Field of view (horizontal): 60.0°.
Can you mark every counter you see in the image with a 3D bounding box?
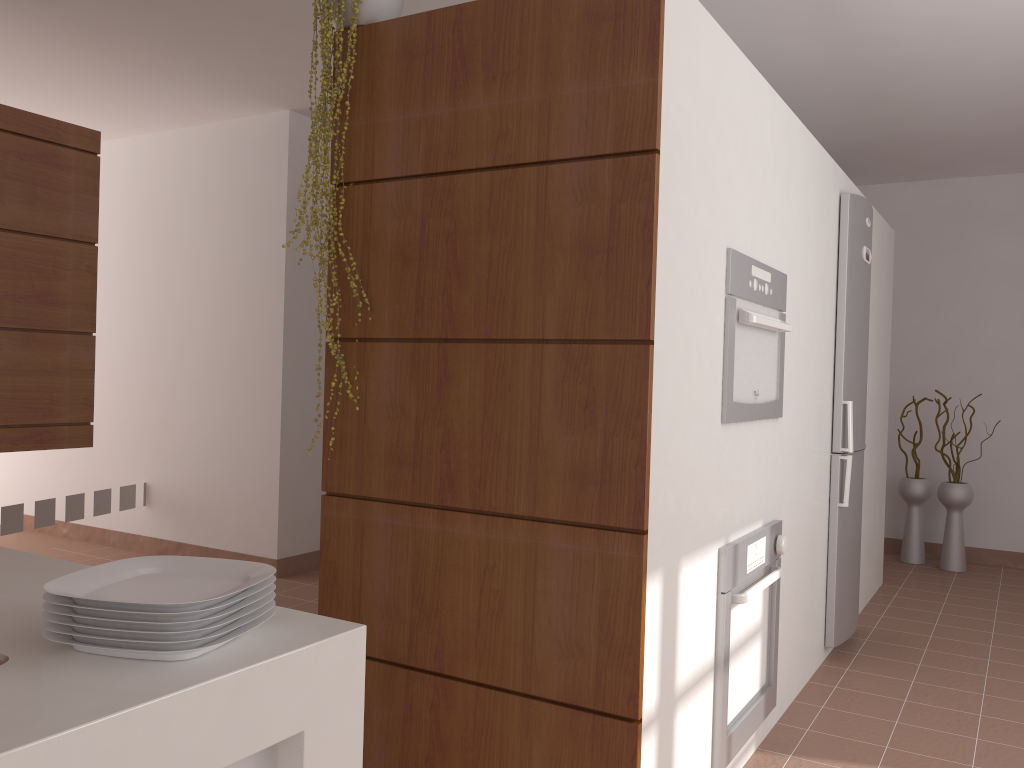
[{"bbox_3d":[-1.094,0.687,0.410,0.821,0.800,2.156,2,1,30],"label":"counter"}]

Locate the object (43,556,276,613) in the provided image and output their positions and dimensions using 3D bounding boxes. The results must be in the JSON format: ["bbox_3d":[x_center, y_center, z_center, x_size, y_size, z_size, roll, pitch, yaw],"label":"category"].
[{"bbox_3d":[-0.411,0.239,1.052,0.228,0.020,0.228,2,1,12],"label":"object"}]

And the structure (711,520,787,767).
[{"bbox_3d":[0.700,0.726,2.562,0.058,0.592,0.596,2,1,30],"label":"structure"}]

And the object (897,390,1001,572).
[{"bbox_3d":[2.711,0.593,5.492,0.284,1.112,0.655,1,1,-41],"label":"object"}]

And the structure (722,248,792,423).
[{"bbox_3d":[0.728,-0.122,2.548,0.056,0.454,0.614,2,1,30],"label":"structure"}]

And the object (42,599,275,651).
[{"bbox_3d":[-0.412,0.280,1.053,0.228,0.020,0.228,2,1,12],"label":"object"}]

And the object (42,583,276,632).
[{"bbox_3d":[-0.411,0.259,1.053,0.228,0.020,0.228,2,1,12],"label":"object"}]

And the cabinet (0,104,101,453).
[{"bbox_3d":[-3.093,-0.386,1.527,0.754,1.200,4.718,2,1,30],"label":"cabinet"}]

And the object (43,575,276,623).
[{"bbox_3d":[-0.411,0.249,1.053,0.228,0.020,0.228,2,1,12],"label":"object"}]

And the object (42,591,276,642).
[{"bbox_3d":[-0.412,0.270,1.053,0.228,0.020,0.228,2,1,12],"label":"object"}]

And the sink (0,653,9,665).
[{"bbox_3d":[-0.872,0.284,0.771,0.404,0.368,0.668,2,1,30],"label":"sink"}]

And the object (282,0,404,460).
[{"bbox_3d":[-0.440,-0.477,2.324,0.297,1.344,0.279,2,1,-10],"label":"object"}]

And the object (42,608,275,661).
[{"bbox_3d":[-0.412,0.290,1.053,0.228,0.020,0.228,2,1,12],"label":"object"}]

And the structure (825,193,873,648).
[{"bbox_3d":[1.477,0.144,3.826,0.089,1.862,0.604,2,1,30],"label":"structure"}]

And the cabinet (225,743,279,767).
[{"bbox_3d":[-1.121,0.737,0.360,0.737,0.700,2.048,2,1,30],"label":"cabinet"}]
